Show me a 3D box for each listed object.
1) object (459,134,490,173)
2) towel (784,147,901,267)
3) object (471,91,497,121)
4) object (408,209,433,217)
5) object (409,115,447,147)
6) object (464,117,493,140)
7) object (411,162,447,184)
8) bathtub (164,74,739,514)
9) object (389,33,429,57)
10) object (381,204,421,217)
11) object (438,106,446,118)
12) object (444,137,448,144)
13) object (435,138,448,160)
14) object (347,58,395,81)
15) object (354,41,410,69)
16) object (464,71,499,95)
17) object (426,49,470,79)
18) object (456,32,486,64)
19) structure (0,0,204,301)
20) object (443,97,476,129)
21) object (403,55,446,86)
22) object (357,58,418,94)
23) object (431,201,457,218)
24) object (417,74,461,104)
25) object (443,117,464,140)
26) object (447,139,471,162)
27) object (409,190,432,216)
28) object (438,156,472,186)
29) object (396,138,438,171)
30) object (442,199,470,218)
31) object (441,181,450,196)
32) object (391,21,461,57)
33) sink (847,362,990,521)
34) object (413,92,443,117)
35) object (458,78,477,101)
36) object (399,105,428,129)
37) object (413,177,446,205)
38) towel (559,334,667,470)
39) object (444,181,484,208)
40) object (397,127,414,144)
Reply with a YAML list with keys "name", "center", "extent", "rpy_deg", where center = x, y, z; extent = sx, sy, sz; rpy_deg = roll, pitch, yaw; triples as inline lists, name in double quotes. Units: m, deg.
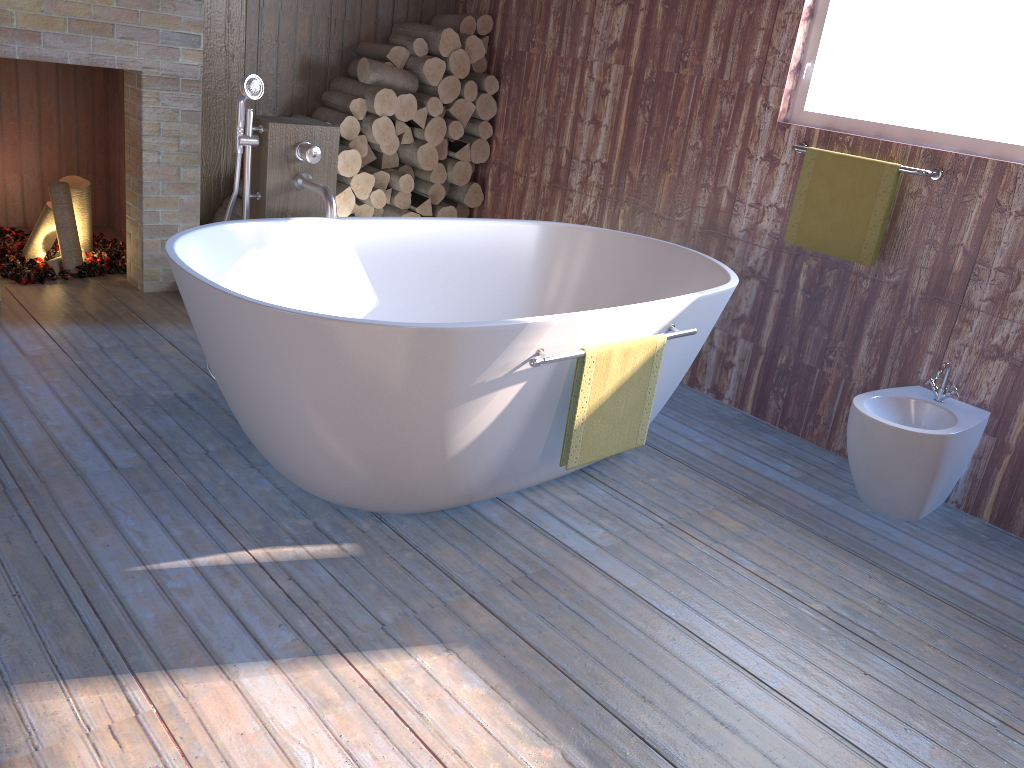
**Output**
- name: "object"
  center: [-0.315, -1.281, 4.935]
  extent: [0.137, 0.256, 0.439]
  rpy_deg: [-9, 27, -40]
- name: "towel"
  center: [1.193, -0.648, 3.225]
  extent: [0.032, 0.361, 0.370]
  rpy_deg: [-9, 27, -40]
- name: "object"
  center: [-0.271, -1.543, 4.834]
  extent: [0.147, 0.152, 0.439]
  rpy_deg: [-9, 27, -40]
- name: "object"
  center: [-0.573, -0.905, 4.880]
  extent: [0.135, 0.145, 0.439]
  rpy_deg: [-9, 27, -40]
- name: "object"
  center: [-0.528, -1.362, 4.680]
  extent: [0.136, 0.157, 0.439]
  rpy_deg: [-9, 26, -39]
- name: "object"
  center: [-0.278, -1.433, 4.878]
  extent: [0.102, 0.109, 0.438]
  rpy_deg: [-9, 27, -40]
- name: "object"
  center: [-0.486, -1.163, 4.784]
  extent: [0.114, 0.113, 0.301]
  rpy_deg: [-11, 28, -42]
- name: "bathtub"
  center: [-0.084, -0.299, 2.870]
  extent: [1.935, 1.109, 1.460]
  rpy_deg: [1, 22, -20]
- name: "object"
  center: [-0.523, -1.715, 4.489]
  extent: [0.094, 0.097, 0.227]
  rpy_deg: [-9, 26, -39]
- name: "object"
  center: [-0.679, -0.917, 4.792]
  extent: [0.139, 0.148, 0.458]
  rpy_deg: [-9, 27, -40]
- name: "object"
  center: [-0.463, -1.436, 4.671]
  extent: [0.095, 0.090, 0.278]
  rpy_deg: [-9, 26, -39]
- name: "object"
  center: [-0.420, -1.319, 4.784]
  extent: [0.065, 0.069, 0.177]
  rpy_deg: [-10, 27, -41]
- name: "object"
  center: [-0.476, -1.285, 4.748]
  extent: [0.111, 0.118, 0.302]
  rpy_deg: [-10, 27, -41]
- name: "object"
  center: [-0.717, -1.590, 4.526]
  extent: [0.113, 0.130, 0.291]
  rpy_deg: [-9, 26, -39]
- name: "object"
  center: [-0.666, -1.676, 4.531]
  extent: [0.140, 0.121, 0.319]
  rpy_deg: [-9, 26, -39]
- name: "object"
  center: [-0.244, -1.649, 4.800]
  extent: [0.102, 0.109, 0.438]
  rpy_deg: [-9, 27, -40]
- name: "object"
  center: [-0.409, -1.693, 4.624]
  extent: [0.141, 0.143, 0.437]
  rpy_deg: [-11, 27, -42]
- name: "object"
  center: [-0.329, -1.785, 4.681]
  extent: [0.133, 0.142, 0.456]
  rpy_deg: [-9, 26, -39]
- name: "structure"
  center: [-1.925, -1.020, 3.802]
  extent: [1.130, 1.330, 0.226]
  rpy_deg: [-10, 27, -40]
- name: "object"
  center: [-0.408, -1.488, 4.770]
  extent: [0.172, 0.151, 0.482]
  rpy_deg: [-9, 26, -39]
- name: "object"
  center: [-0.530, -1.638, 4.564]
  extent: [0.139, 0.148, 0.458]
  rpy_deg: [-9, 27, -40]
- name: "object"
  center: [-0.611, -1.513, 4.375]
  extent: [0.302, 0.157, 0.121]
  rpy_deg: [-9, 26, -39]
- name: "object"
  center: [-0.488, -0.975, 4.924]
  extent: [0.138, 0.147, 0.440]
  rpy_deg: [-9, 27, -40]
- name: "object"
  center: [-0.457, -1.562, 4.646]
  extent: [0.143, 0.151, 0.440]
  rpy_deg: [-9, 27, -40]
- name: "object"
  center: [-0.426, -1.398, 4.754]
  extent: [0.102, 0.109, 0.438]
  rpy_deg: [-9, 27, -40]
- name: "object"
  center: [-0.389, -1.305, 4.839]
  extent: [0.115, 0.112, 0.423]
  rpy_deg: [-9, 27, -40]
- name: "object"
  center: [-0.591, -1.008, 4.798]
  extent: [0.115, 0.112, 0.423]
  rpy_deg: [-9, 27, -40]
- name: "object"
  center: [-0.410, -1.199, 4.884]
  extent: [0.137, 0.133, 0.437]
  rpy_deg: [-11, 27, -42]
- name: "object"
  center: [-0.577, -1.241, 4.695]
  extent: [0.141, 0.143, 0.437]
  rpy_deg: [-11, 27, -42]
- name: "object"
  center: [-0.380, -1.025, 5.070]
  extent: [0.114, 0.113, 0.301]
  rpy_deg: [-11, 28, -42]
- name: "object"
  center: [-0.494, -1.122, 4.980]
  extent: [0.118, 0.106, 0.319]
  rpy_deg: [-11, 28, -42]
- name: "object"
  center: [-0.447, -1.778, 4.572]
  extent: [0.135, 0.139, 0.456]
  rpy_deg: [-9, 26, -39]
- name: "sink"
  center: [1.321, 0.188, 2.956]
  extent: [0.515, 0.517, 0.335]
  rpy_deg: [-9, 26, -39]
- name: "object"
  center: [-0.524, -1.477, 4.619]
  extent: [0.102, 0.109, 0.438]
  rpy_deg: [-9, 27, -40]
- name: "object"
  center: [-0.348, -1.591, 4.730]
  extent: [0.089, 0.106, 0.437]
  rpy_deg: [-9, 26, -39]
- name: "object"
  center: [-0.602, -1.400, 4.586]
  extent: [0.109, 0.124, 0.424]
  rpy_deg: [-10, 27, -40]
- name: "object"
  center: [-0.496, -1.062, 4.820]
  extent: [0.116, 0.117, 0.289]
  rpy_deg: [-11, 28, -42]
- name: "towel"
  center: [0.297, 0.046, 2.567]
  extent: [0.370, 0.361, 0.032]
  rpy_deg: [-12, 28, -43]
- name: "object"
  center: [-0.356, -1.110, 5.000]
  extent: [0.139, 0.137, 0.455]
  rpy_deg: [-11, 27, -42]
- name: "object"
  center: [-0.615, -1.319, 4.625]
  extent: [0.085, 0.096, 0.280]
  rpy_deg: [-9, 26, -39]
